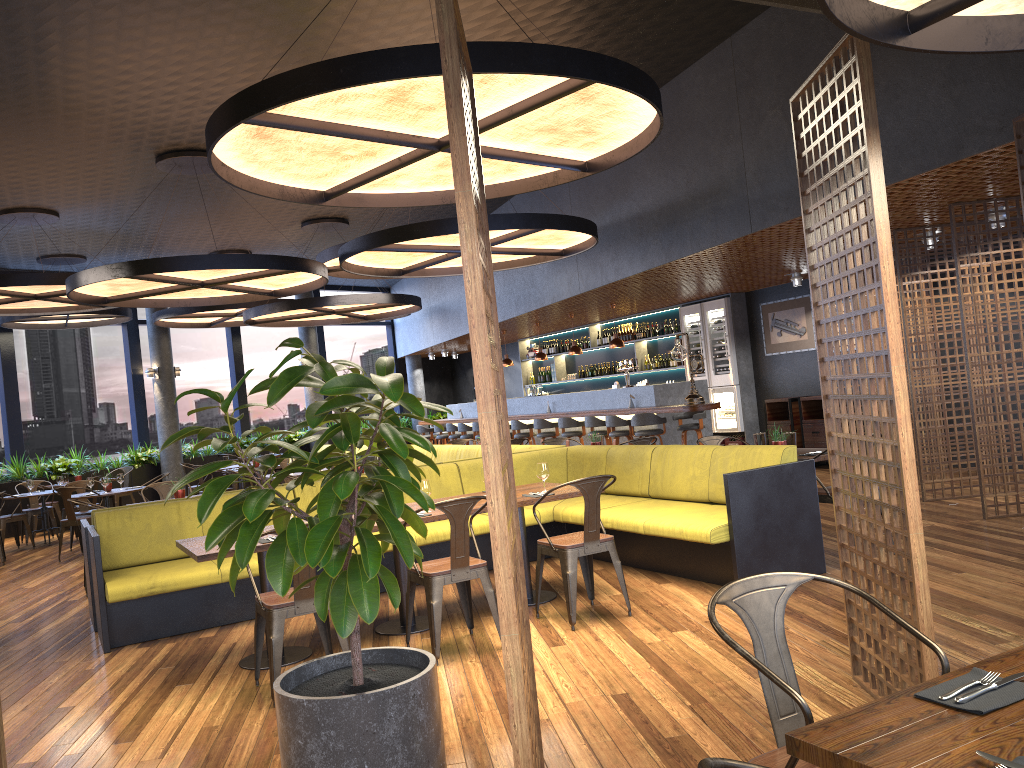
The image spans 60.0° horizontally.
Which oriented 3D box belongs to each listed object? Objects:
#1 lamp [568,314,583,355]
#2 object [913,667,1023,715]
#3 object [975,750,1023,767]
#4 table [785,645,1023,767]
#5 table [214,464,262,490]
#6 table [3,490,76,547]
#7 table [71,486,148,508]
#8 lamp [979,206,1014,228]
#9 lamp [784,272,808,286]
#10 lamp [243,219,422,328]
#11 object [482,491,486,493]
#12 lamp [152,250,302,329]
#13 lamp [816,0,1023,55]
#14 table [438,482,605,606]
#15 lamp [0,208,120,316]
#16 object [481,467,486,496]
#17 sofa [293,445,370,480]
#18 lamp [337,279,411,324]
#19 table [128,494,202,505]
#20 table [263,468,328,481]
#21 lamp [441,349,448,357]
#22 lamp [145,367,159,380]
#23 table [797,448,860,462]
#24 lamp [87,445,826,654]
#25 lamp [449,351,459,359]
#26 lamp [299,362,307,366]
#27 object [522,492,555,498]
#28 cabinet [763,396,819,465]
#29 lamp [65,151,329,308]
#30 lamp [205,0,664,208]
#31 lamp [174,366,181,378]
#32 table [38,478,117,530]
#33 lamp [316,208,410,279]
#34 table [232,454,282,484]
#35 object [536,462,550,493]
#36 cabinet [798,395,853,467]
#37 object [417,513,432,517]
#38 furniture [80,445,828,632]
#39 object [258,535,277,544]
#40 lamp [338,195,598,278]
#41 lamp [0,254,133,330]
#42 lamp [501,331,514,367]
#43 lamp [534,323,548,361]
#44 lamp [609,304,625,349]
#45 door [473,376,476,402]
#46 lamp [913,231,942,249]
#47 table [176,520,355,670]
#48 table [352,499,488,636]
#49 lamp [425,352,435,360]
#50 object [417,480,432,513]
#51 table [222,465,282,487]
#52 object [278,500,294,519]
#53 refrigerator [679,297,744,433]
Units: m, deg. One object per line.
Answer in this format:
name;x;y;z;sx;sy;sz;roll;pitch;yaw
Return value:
lamp;1.029;-0.825;14.816;0.250;0.673;0.250;-6;-1;4
object;0.963;0.615;1.807;0.255;0.019;0.157;-6;-1;-29
object;0.833;0.623;1.390;0.157;0.019;0.255;-6;-1;-29
table;1.166;0.985;1.520;0.906;0.763;0.887;-6;-1;-28
table;-4.554;1.755;14.960;0.906;0.763;0.887;-6;-1;-28
table;-6.829;1.966;12.972;1.007;0.760;1.007;-5;-1;-35
table;-5.242;1.782;11.538;1.007;0.760;1.007;-5;-1;-41
lamp;4.471;-1.532;8.172;0.228;0.172;0.228;-6;-1;-28
lamp;3.866;-1.419;12.030;0.228;0.172;0.228;-6;-1;-28
lamp;-2.892;-1.808;14.079;2.778;1.475;2.778;-6;-1;26
object;-0.102;0.792;6.590;0.157;0.019;0.255;-6;-1;-28
lamp;-4.978;-1.746;15.852;2.778;1.159;2.778;-6;-1;7
lamp;1.516;-2.122;1.757;1.979;2.172;1.979;-6;-1;17
table;0.078;1.161;6.349;0.906;0.763;0.887;-6;-1;-28
lamp;-6.341;-1.658;11.713;2.778;1.159;2.778;-7;-1;39
object;-0.175;0.703;6.428;0.097;0.206;0.097;-6;-1;18
sofa;-3.058;1.524;15.004;0.966;0.914;3.061;-6;-1;-28
lamp;-3.206;-1.949;18.990;1.979;1.093;1.979;-6;-1;25
table;-3.290;1.544;8.843;0.887;0.763;0.906;-6;-1;-28
table;-2.645;1.509;11.340;0.906;0.763;0.887;-6;-1;-28
lamp;-1.587;-0.736;20.887;0.228;0.172;0.228;-6;-1;-28
lamp;-6.698;-0.196;16.423;0.215;0.215;0.189;-6;-1;29
table;2.211;0.949;7.156;0.887;0.763;0.906;-6;-1;-28
lamp;1.384;0.060;7.572;9.057;2.714;3.017;-6;-1;-28
lamp;-1.441;-0.733;22.333;0.228;0.172;0.228;-6;-1;-28
lamp;-4.537;-0.384;19.270;0.215;0.215;0.189;-6;-1;23
object;0.169;0.757;6.095;0.157;0.019;0.255;-6;-1;-28
cabinet;4.098;0.707;13.088;0.473;1.007;0.553;-6;-1;-28
lamp;-3.560;-1.791;10.027;2.778;1.475;2.778;-6;-1;21
lamp;-0.526;-2.165;5.579;2.778;1.475;2.778;-6;-1;-28
lamp;-6.396;-0.221;16.898;0.215;0.215;0.189;-7;-1;37
table;-7.284;2.039;14.955;0.887;0.763;0.906;-6;-1;36
lamp;-1.219;-2.191;11.729;2.778;1.159;2.778;-6;-1;22
table;-5.067;1.847;17.932;0.887;0.763;0.906;-6;-1;36
object;0.222;0.659;6.258;0.097;0.206;0.097;-6;-1;18
cabinet;4.424;0.665;12.475;0.473;1.007;0.553;-6;-1;-28
object;-0.628;0.834;5.666;0.157;0.019;0.255;-6;-1;-28
furniture;-1.551;1.285;8.660;4.895;0.914;7.462;-5;-1;-33
object;-1.425;0.912;5.236;0.157;0.019;0.255;-6;-1;-28
lamp;-0.531;-2.112;9.592;2.778;1.475;2.778;-6;-1;-24
lamp;-7.427;-1.565;14.729;1.979;1.093;1.979;-6;-1;25
lamp;-0.120;-0.678;16.977;0.250;0.673;0.250;-6;-1;4
lamp;0.488;-0.756;15.833;0.250;0.673;0.250;-6;-1;4
lamp;1.595;-0.898;13.750;0.250;0.673;0.250;-6;-1;4
door;-0.641;0.795;22.437;0.137;2.056;1.012;-6;-1;-28
lamp;4.398;-1.510;9.321;0.228;0.172;0.228;-6;-1;-28
table;-1.509;1.315;5.490;0.906;0.763;0.887;-6;-1;-28
table;-0.718;1.238;5.921;0.906;0.763;0.887;-6;-1;-28
lamp;-1.962;-0.687;21.630;0.228;0.172;0.228;-6;-1;-28
object;-0.575;0.736;5.829;0.097;0.206;0.097;-6;-1;18
table;-3.946;1.677;13.818;0.887;0.763;0.906;-6;-1;-28
object;-1.372;0.814;5.400;0.097;0.206;0.097;-6;-1;18
refrigerator;3.329;-0.280;14.413;0.454;2.109;1.159;-6;-1;-28
